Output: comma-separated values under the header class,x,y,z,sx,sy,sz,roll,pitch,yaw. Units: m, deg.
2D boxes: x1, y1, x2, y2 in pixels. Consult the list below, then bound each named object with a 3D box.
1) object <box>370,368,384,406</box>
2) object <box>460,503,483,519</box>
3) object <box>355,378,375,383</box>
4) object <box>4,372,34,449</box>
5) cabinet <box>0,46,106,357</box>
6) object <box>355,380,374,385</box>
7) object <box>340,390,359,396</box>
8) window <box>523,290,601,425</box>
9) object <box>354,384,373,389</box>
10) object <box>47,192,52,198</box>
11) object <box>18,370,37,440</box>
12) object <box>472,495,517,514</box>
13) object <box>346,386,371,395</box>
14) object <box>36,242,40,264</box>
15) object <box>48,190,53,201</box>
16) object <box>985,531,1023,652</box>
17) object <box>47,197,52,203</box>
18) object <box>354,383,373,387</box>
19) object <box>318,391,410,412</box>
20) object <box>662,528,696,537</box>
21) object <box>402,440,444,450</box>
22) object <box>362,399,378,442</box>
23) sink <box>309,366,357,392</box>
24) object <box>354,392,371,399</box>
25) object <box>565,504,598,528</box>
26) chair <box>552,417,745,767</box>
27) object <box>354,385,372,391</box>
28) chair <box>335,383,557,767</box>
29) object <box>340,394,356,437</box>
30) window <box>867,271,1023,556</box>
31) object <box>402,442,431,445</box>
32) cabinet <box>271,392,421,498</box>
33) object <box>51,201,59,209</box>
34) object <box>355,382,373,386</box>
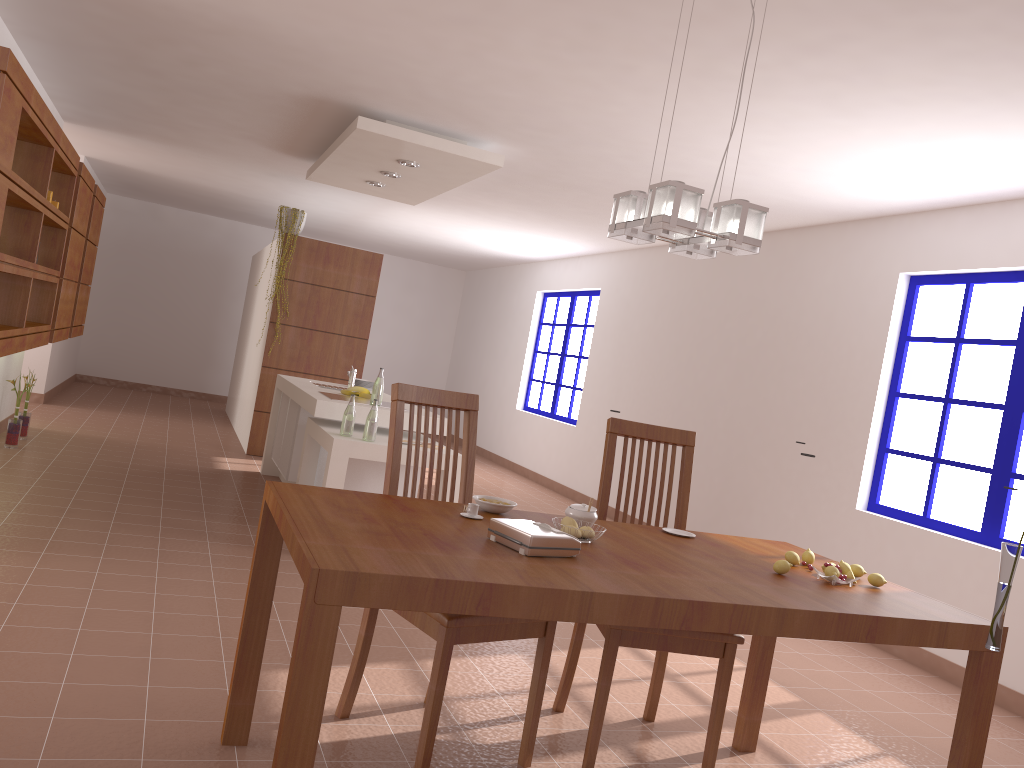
class,x,y,z,sx,sy,sz,roll,pitch,yaw
object,-0.817,0.015,5.432,0.071,0.230,0.071,9,1,-40
object,-0.110,0.354,2.478,0.065,0.037,0.065,10,1,-8
object,-1.190,-0.021,7.151,0.228,0.020,0.228,9,1,-39
object,-3.476,0.180,6.229,0.087,0.546,0.296,10,1,-5
cabinet,-3.126,-0.889,5.333,0.754,1.200,4.718,10,1,-21
object,-1.191,-0.011,7.151,0.228,0.020,0.228,9,1,-39
object,-1.107,0.059,5.976,0.060,0.033,0.207,9,1,-41
window,0.574,-0.320,9.846,0.035,1.430,1.699,10,1,-21
object,-1.197,0.020,7.151,0.228,0.020,0.228,9,1,-39
object,-2.688,-1.067,5.121,0.044,0.099,0.044,10,1,-21
object,-3.634,0.144,6.643,0.087,0.546,0.296,10,1,-21
object,-0.054,0.363,2.635,0.136,0.036,0.136,11,1,27
object,-1.023,0.046,6.003,0.207,0.055,0.047,9,1,-44
object,-2.880,-0.793,5.328,0.054,0.165,0.065,10,1,-5
object,-2.791,-1.100,5.322,0.044,0.120,0.044,10,1,-21
object,1.122,0.418,1.970,0.050,0.365,0.085,10,1,-24
object,-2.567,-1.016,4.890,0.044,0.049,0.044,10,1,-21
object,-1.195,0.010,7.151,0.228,0.020,0.228,9,1,-39
object,-0.941,0.110,5.615,0.493,0.006,0.551,10,1,-21
object,0.537,0.480,2.856,0.108,0.008,0.108,11,1,34
object,-0.520,0.349,5.093,0.266,0.006,0.168,10,1,-4
object,-0.759,0.196,4.816,0.071,0.230,0.071,9,1,-40
sink,-1.266,0.032,6.616,0.404,0.368,0.668,10,1,-21
object,-1.002,0.078,5.989,0.207,0.033,0.060,11,1,24
object,0.199,0.387,2.572,0.096,0.079,0.096,10,1,-26
chair,0.465,0.681,2.978,0.444,1.063,0.574,10,1,-11
object,-1.199,0.030,7.152,0.228,0.020,0.228,9,1,-39
chair,-0.176,0.570,2.728,0.444,1.063,0.574,9,1,-41
object,-0.892,0.171,4.869,0.071,0.230,0.071,9,1,-40
window,2.571,0.126,4.528,0.035,1.430,1.699,10,1,-21
object,-0.556,0.337,5.050,0.041,0.008,0.375,11,1,36
cabinet,-1.174,0.518,6.181,0.737,0.700,2.048,10,1,-21
object,-2.786,-1.075,5.394,0.044,0.070,0.044,10,1,-21
object,-1.193,0.000,7.151,0.228,0.020,0.228,9,1,-39
